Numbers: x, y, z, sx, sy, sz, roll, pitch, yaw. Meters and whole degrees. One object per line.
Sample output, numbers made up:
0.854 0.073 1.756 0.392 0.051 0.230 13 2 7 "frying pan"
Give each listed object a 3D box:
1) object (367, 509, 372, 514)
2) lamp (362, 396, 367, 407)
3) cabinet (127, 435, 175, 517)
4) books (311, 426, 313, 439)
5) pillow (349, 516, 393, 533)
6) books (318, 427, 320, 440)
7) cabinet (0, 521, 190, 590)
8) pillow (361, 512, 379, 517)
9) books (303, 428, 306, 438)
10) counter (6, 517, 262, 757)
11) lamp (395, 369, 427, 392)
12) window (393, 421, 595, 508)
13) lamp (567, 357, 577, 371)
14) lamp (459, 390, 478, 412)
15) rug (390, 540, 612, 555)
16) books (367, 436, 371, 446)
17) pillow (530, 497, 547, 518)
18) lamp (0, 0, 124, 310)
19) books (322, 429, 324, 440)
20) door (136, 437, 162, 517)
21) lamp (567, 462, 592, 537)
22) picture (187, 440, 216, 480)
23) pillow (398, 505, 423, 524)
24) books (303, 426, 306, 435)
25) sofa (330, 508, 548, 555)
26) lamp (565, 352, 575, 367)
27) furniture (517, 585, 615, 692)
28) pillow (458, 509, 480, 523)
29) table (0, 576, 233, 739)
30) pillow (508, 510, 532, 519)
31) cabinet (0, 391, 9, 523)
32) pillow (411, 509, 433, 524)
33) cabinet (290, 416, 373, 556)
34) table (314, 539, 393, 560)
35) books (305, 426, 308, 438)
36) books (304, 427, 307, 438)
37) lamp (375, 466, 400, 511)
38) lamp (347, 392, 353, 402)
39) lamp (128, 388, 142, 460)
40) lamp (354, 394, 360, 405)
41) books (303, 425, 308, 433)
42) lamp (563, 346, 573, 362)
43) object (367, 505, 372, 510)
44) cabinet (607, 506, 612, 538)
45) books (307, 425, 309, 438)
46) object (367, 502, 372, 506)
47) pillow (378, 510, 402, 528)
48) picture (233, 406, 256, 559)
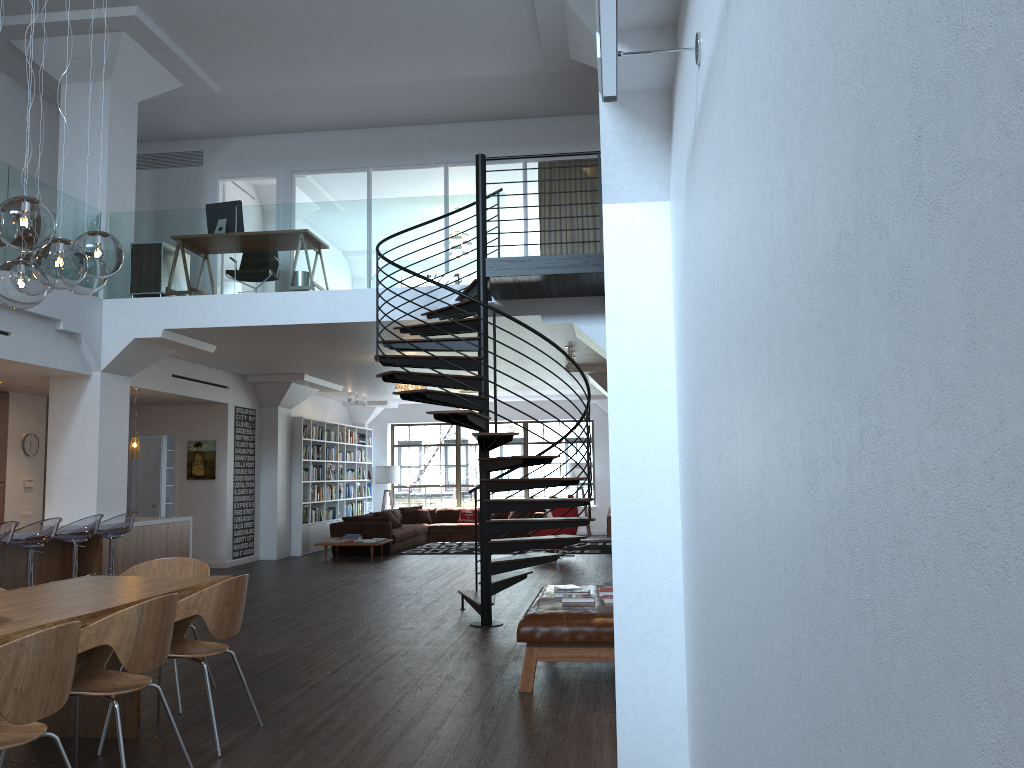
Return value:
-3.296 2.825 19.588 0.331 0.088 0.410 -2 -6 7 "object"
-3.037 0.359 18.280 0.120 0.211 0.111 1 -6 -19 "lamp"
-6.324 1.508 15.291 0.527 2.991 2.630 -2 -6 7 "cabinet"
-3.710 0.885 16.102 0.159 0.248 0.089 -2 -6 7 "books"
-2.473 2.503 15.601 0.750 0.364 0.289 -2 -6 6 "pillow"
-3.657 0.918 16.448 0.182 0.253 0.098 -2 -6 7 "books"
-4.871 1.959 9.286 0.898 0.796 4.493 -2 -6 7 "cabinet"
-2.480 2.489 15.872 0.269 0.411 0.559 4 -7 -37 "pillow"
-3.755 0.866 15.733 0.167 0.210 0.162 -2 -6 7 "books"
-4.153 1.748 7.579 3.039 0.860 8.182 2 -6 -23 "counter"
-1.417 -0.100 12.411 0.442 0.539 0.441 4 -8 -41 "lamp"
-0.457 1.849 20.284 4.648 1.905 0.114 -2 -6 7 "window"
0.866 -0.286 12.625 0.111 0.211 0.120 -6 -8 41 "lamp"
-0.826 0.406 17.412 0.442 0.539 0.441 4 -8 -41 "lamp"
0.093 3.031 16.501 4.200 0.007 3.100 -2 -6 8 "rug"
-3.246 1.279 19.926 0.140 0.231 0.042 -2 -6 7 "books"
0.372 2.657 18.693 0.651 0.587 0.335 1 -6 -14 "pillow"
-2.409 -1.447 4.118 0.849 2.140 1.787 -1 -6 6 "lamp"
-3.641 0.952 16.704 0.167 0.233 0.077 -2 -6 7 "books"
-6.168 1.903 14.572 0.826 2.032 0.174 -2 -6 7 "door"
1.484 2.503 19.265 0.545 1.579 0.545 -3 -6 18 "lamp"
-4.778 1.170 13.644 0.450 0.600 0.030 -2 -6 7 "picture"
-2.109 2.799 18.881 0.580 0.418 0.334 1 -6 -20 "pillow"
-3.757 0.853 15.642 0.182 0.215 0.188 -2 -6 7 "books"
-1.199 2.792 17.194 3.481 0.664 4.197 -2 -6 7 "sofa"
0.807 -0.337 12.125 0.120 0.211 0.111 3 -7 -34 "lamp"
0.580 1.747 6.309 0.907 0.453 1.819 -2 -6 7 "furniture"
-0.911 2.805 18.784 0.465 0.308 0.220 -1 -6 3 "pillow"
-2.396 1.356 3.512 1.012 0.750 3.803 -2 -6 7 "table"
0.150 2.728 18.545 0.542 0.362 0.248 -4 -7 27 "pillow"
-7.058 1.086 8.700 0.598 2.499 5.299 -2 -6 7 "cabinet"
-1.931 2.803 18.761 0.489 0.337 0.238 2 -6 -24 "pillow"
-3.616 2.000 17.668 0.461 2.414 4.500 -2 -6 7 "cabinet"
-2.631 2.765 14.799 1.100 0.271 0.853 -2 -6 7 "table"
-3.733 0.868 15.830 0.161 0.222 0.084 -2 -6 7 "books"
-3.739 0.867 15.796 0.161 0.218 0.101 -2 -6 7 "books"
-2.787 2.632 19.863 0.545 1.579 0.545 0 -6 -4 "lamp"
-3.158 0.256 17.267 0.111 0.211 0.120 -6 -8 41 "lamp"
-4.773 0.508 11.237 0.149 0.900 0.149 4 -7 -38 "lamp"
-3.098 0.307 17.767 0.120 0.211 0.111 3 -7 -34 "lamp"
-3.738 0.858 15.863 0.159 0.248 0.089 -2 -6 7 "books"
0.746 -0.389 11.613 0.120 0.211 0.111 1 -6 -19 "lamp"
-3.298 2.737 19.597 0.331 0.088 0.410 -2 -6 7 "object"
2.067 2.594 16.935 0.459 0.350 4.501 -2 -6 7 "cabinet"
-3.732 0.861 15.905 0.170 0.251 0.118 -2 -6 7 "books"
-3.306 2.651 19.606 0.316 0.088 0.410 -2 -6 7 "object"
-2.420 2.657 17.294 0.325 0.391 0.625 -3 -6 23 "pillow"
-4.279 1.567 14.202 0.021 2.380 0.800 -2 -6 7 "picture"
